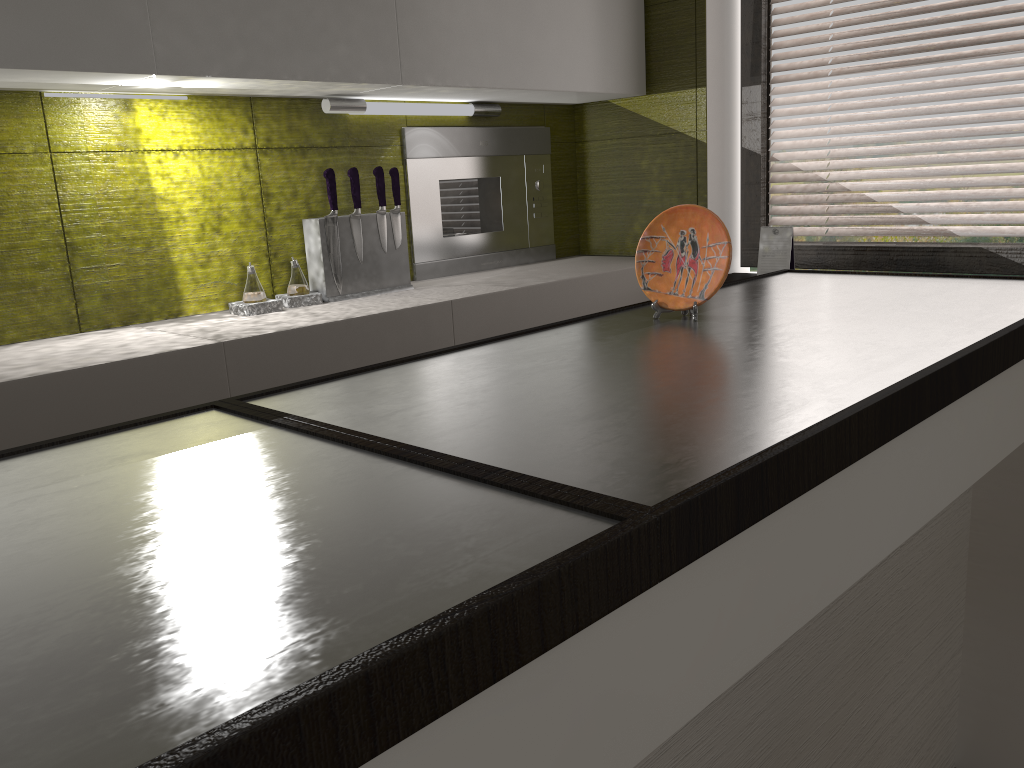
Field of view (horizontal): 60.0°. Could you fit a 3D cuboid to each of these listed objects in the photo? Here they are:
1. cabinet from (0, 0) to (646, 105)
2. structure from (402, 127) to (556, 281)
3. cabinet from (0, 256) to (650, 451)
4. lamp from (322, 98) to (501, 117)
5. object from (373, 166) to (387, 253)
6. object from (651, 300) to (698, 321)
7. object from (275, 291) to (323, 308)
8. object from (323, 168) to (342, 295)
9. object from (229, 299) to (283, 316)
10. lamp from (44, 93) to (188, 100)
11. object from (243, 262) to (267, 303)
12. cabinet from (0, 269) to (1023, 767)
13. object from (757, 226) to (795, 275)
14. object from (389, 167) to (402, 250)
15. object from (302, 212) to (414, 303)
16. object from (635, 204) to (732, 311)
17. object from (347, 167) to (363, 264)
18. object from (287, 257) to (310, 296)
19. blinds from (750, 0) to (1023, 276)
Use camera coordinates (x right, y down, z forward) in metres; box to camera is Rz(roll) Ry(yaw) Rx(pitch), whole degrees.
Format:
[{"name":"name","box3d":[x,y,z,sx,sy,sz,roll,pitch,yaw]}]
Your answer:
[{"name":"cabinet","box3d":[-0.881,-0.084,2.085,0.724,2.089,3.471,9,18,43]},{"name":"structure","box3d":[-0.084,-0.614,2.965,0.015,0.469,0.663,9,18,43]},{"name":"cabinet","box3d":[-0.580,0.365,2.298,0.465,1.086,2.940,9,18,43]},{"name":"lamp","box3d":[-0.278,-0.832,2.675,0.095,0.041,0.716,9,18,43]},{"name":"object","box3d":[-0.367,-0.487,2.488,0.013,0.243,0.036,9,18,43]},{"name":"object","box3d":[0.295,-0.180,1.531,0.088,0.131,0.072,7,17,39]},{"name":"object","box3d":[-0.572,-0.227,2.384,0.107,0.032,0.107,-12,16,-33]},{"name":"object","box3d":[-0.481,-0.406,2.383,0.013,0.339,0.046,9,18,43]},{"name":"object","box3d":[-0.659,-0.197,2.280,0.107,0.032,0.107,10,18,44]},{"name":"lamp","box3d":[-0.924,-0.677,2.089,0.008,0.008,0.334,9,18,43]},{"name":"object","box3d":[-0.662,-0.251,2.268,0.059,0.121,0.059,-3,13,1]},{"name":"cabinet","box3d":[-0.100,0.611,1.007,0.663,1.134,2.947,9,18,43]},{"name":"object","box3d":[0.841,-0.415,2.824,0.106,0.169,0.057,7,17,38]},{"name":"object","box3d":[-0.332,-0.498,2.523,0.013,0.231,0.040,9,18,43]},{"name":"object","box3d":[-0.432,-0.361,2.501,0.107,0.227,0.293,9,18,43]},{"name":"object","box3d":[0.292,-0.217,1.524,0.184,0.178,0.055,8,17,40]},{"name":"object","box3d":[-0.428,-0.459,2.429,0.013,0.264,0.042,9,18,43]},{"name":"object","box3d":[-0.575,-0.280,2.371,0.059,0.121,0.059,-1,13,12]},{"name":"blinds","box3d":[1.043,-4.423,5.991,16.000,12.704,9.030,-5,13,-5]}]
